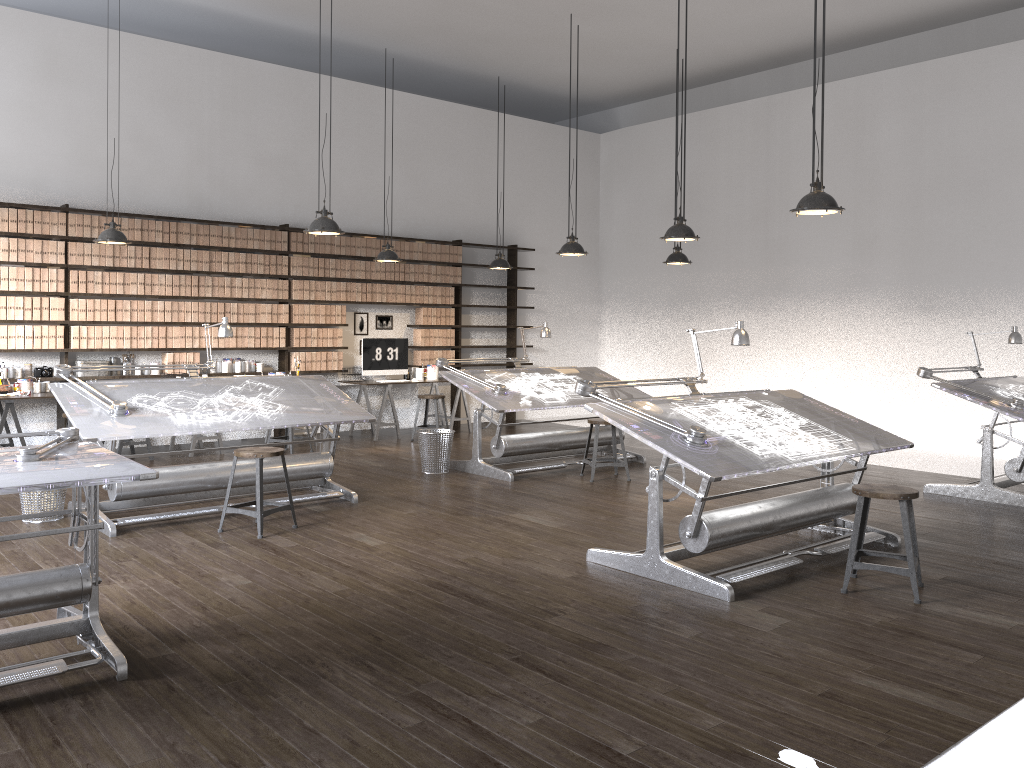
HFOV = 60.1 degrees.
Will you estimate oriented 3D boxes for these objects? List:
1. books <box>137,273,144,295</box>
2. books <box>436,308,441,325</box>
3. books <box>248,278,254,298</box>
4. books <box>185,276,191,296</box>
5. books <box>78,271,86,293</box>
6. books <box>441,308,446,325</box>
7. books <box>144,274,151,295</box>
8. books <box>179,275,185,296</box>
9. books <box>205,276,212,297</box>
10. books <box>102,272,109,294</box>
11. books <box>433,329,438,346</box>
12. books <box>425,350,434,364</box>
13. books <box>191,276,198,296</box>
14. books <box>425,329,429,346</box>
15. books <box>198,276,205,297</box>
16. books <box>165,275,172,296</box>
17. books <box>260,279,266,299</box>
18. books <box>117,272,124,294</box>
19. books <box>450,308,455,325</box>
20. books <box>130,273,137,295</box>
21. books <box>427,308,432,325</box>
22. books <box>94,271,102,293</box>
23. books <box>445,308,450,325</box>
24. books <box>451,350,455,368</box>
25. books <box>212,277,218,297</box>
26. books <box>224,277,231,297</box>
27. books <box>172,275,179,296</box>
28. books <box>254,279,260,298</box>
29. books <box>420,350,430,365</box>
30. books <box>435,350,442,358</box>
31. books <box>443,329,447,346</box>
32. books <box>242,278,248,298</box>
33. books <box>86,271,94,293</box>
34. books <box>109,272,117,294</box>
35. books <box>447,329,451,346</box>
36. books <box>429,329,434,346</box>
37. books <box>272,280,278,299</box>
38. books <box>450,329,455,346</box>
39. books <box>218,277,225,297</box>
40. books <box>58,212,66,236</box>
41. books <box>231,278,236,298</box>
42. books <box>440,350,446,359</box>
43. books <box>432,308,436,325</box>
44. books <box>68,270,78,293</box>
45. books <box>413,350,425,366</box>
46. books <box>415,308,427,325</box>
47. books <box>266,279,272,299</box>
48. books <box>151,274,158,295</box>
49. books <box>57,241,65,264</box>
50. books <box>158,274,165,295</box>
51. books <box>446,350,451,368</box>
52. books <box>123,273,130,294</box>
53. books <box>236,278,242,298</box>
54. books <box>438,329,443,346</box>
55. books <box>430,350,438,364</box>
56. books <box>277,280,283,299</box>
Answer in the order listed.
[{"bbox_3d":[-3.844,-1.022,9.114,0.067,0.225,0.175,0,2,-41],"label":"books"},{"bbox_3d":[-1.008,-0.877,11.547,0.067,0.225,0.175,0,2,-41],"label":"books"},{"bbox_3d":[-2.945,-1.062,9.886,0.067,0.225,0.175,0,2,-41],"label":"books"},{"bbox_3d":[-3.480,-1.038,9.431,0.067,0.225,0.175,0,2,-40],"label":"books"},{"bbox_3d":[-4.268,-1.003,8.751,0.067,0.225,0.175,0,2,-40],"label":"books"},{"bbox_3d":[-0.947,-0.880,11.592,0.067,0.225,0.175,0,2,-40],"label":"books"},{"bbox_3d":[-3.793,-1.024,9.162,0.067,0.225,0.175,0,2,-40],"label":"books"},{"bbox_3d":[-3.528,-1.036,9.387,0.067,0.225,0.175,0,2,-41],"label":"books"},{"bbox_3d":[-3.309,-1.046,9.571,0.067,0.225,0.174,0,2,-40],"label":"books"},{"bbox_3d":[-4.106,-1.011,8.896,0.067,0.225,0.174,0,2,-40],"label":"books"},{"bbox_3d":[-1.039,-0.601,11.522,0.067,0.225,0.174,0,2,-40],"label":"books"},{"bbox_3d":[-1.089,-0.322,11.487,0.067,0.225,0.175,0,2,-40],"label":"books"},{"bbox_3d":[-3.420,-1.041,9.475,0.067,0.225,0.175,0,2,-41],"label":"books"},{"bbox_3d":[-1.147,-0.596,11.433,0.067,0.225,0.175,0,2,-41],"label":"books"},{"bbox_3d":[-3.366,-1.043,9.528,0.067,0.225,0.175,0,2,-40],"label":"books"},{"bbox_3d":[-3.628,-1.031,9.296,0.067,0.225,0.175,0,2,-41],"label":"books"},{"bbox_3d":[-2.838,-1.067,9.975,0.067,0.225,0.174,0,2,-40],"label":"books"},{"bbox_3d":[-3.997,-1.015,8.982,0.067,0.225,0.175,0,2,-41],"label":"books"},{"bbox_3d":[-0.835,-0.885,11.691,0.067,0.225,0.175,0,2,-40],"label":"books"},{"bbox_3d":[-3.900,-1.019,9.068,0.067,0.225,0.175,0,2,-40],"label":"books"},{"bbox_3d":[-1.115,-0.873,11.455,0.067,0.225,0.174,0,2,-40],"label":"books"},{"bbox_3d":[-4.157,-1.008,8.847,0.067,0.225,0.174,0,2,-41],"label":"books"},{"bbox_3d":[-0.894,-0.882,11.644,0.067,0.225,0.175,0,2,-41],"label":"books"},{"bbox_3d":[-0.831,-0.333,11.701,0.067,0.225,0.175,0,2,-40],"label":"books"},{"bbox_3d":[-3.258,-1.048,9.620,0.067,0.225,0.174,0,2,-41],"label":"books"},{"bbox_3d":[-3.149,-1.053,9.705,0.067,0.225,0.175,0,2,-40],"label":"books"},{"bbox_3d":[-3.573,-1.034,9.343,0.067,0.225,0.175,0,2,-40],"label":"books"},{"bbox_3d":[-2.893,-1.065,9.933,0.067,0.225,0.174,0,2,-41],"label":"books"},{"bbox_3d":[-1.136,-0.320,11.440,0.067,0.225,0.175,0,2,-41],"label":"books"},{"bbox_3d":[-0.988,-0.326,11.569,0.067,0.225,0.175,0,2,-41],"label":"books"},{"bbox_3d":[-0.931,-0.606,11.609,0.067,0.225,0.175,0,2,-41],"label":"books"},{"bbox_3d":[-2.996,-1.060,9.837,0.067,0.225,0.175,0,2,-40],"label":"books"},{"bbox_3d":[-4.214,-1.006,8.804,0.067,0.225,0.175,0,2,-41],"label":"books"},{"bbox_3d":[-4.052,-1.013,8.942,0.067,0.225,0.175,0,2,-40],"label":"books"},{"bbox_3d":[-0.886,-0.608,11.653,0.067,0.225,0.175,0,2,-40],"label":"books"},{"bbox_3d":[-1.095,-0.599,11.479,0.067,0.225,0.174,0,2,-41],"label":"books"},{"bbox_3d":[-2.730,-1.071,10.063,0.067,0.225,0.175,0,2,-41],"label":"books"},{"bbox_3d":[-0.834,-0.610,11.700,0.067,0.225,0.175,0,2,-40],"label":"books"},{"bbox_3d":[-3.204,-1.051,9.666,0.067,0.225,0.175,0,2,-41],"label":"books"},{"bbox_3d":[-4.400,-1.549,8.625,0.067,0.225,0.175,0,2,-40],"label":"books"},{"bbox_3d":[-3.101,-1.055,9.752,0.067,0.225,0.175,0,2,-41],"label":"books"},{"bbox_3d":[-0.937,-0.329,11.617,0.067,0.225,0.175,0,2,-40],"label":"books"},{"bbox_3d":[-1.059,-0.875,11.498,0.067,0.225,0.174,0,2,-41],"label":"books"},{"bbox_3d":[-4.328,-1.001,8.708,0.067,0.225,0.175,0,2,-41],"label":"books"},{"bbox_3d":[-1.192,-0.318,11.401,0.067,0.225,0.175,0,2,-40],"label":"books"},{"bbox_3d":[-1.169,-0.870,11.409,0.067,0.225,0.175,0,2,-40],"label":"books"},{"bbox_3d":[-2.780,-1.069,10.020,0.067,0.225,0.175,0,2,-40],"label":"books"},{"bbox_3d":[-3.741,-1.027,9.209,0.067,0.225,0.174,0,2,-40],"label":"books"},{"bbox_3d":[-4.410,-1.271,8.625,0.067,0.225,0.175,0,2,-41],"label":"books"},{"bbox_3d":[-3.686,-1.029,9.251,0.067,0.225,0.174,0,2,-41],"label":"books"},{"bbox_3d":[-0.885,-0.331,11.664,0.067,0.225,0.174,0,2,-40],"label":"books"},{"bbox_3d":[-3.949,-1.018,9.028,0.067,0.225,0.175,0,2,-40],"label":"books"},{"bbox_3d":[-3.052,-1.057,9.792,0.067,0.225,0.175,0,2,-41],"label":"books"},{"bbox_3d":[-0.982,-0.603,11.566,0.067,0.225,0.175,0,2,-40],"label":"books"},{"bbox_3d":[-1.040,-0.324,11.527,0.067,0.225,0.175,0,2,-40],"label":"books"},{"bbox_3d":[-2.685,-1.074,10.107,0.067,0.225,0.175,0,2,-40],"label":"books"}]
